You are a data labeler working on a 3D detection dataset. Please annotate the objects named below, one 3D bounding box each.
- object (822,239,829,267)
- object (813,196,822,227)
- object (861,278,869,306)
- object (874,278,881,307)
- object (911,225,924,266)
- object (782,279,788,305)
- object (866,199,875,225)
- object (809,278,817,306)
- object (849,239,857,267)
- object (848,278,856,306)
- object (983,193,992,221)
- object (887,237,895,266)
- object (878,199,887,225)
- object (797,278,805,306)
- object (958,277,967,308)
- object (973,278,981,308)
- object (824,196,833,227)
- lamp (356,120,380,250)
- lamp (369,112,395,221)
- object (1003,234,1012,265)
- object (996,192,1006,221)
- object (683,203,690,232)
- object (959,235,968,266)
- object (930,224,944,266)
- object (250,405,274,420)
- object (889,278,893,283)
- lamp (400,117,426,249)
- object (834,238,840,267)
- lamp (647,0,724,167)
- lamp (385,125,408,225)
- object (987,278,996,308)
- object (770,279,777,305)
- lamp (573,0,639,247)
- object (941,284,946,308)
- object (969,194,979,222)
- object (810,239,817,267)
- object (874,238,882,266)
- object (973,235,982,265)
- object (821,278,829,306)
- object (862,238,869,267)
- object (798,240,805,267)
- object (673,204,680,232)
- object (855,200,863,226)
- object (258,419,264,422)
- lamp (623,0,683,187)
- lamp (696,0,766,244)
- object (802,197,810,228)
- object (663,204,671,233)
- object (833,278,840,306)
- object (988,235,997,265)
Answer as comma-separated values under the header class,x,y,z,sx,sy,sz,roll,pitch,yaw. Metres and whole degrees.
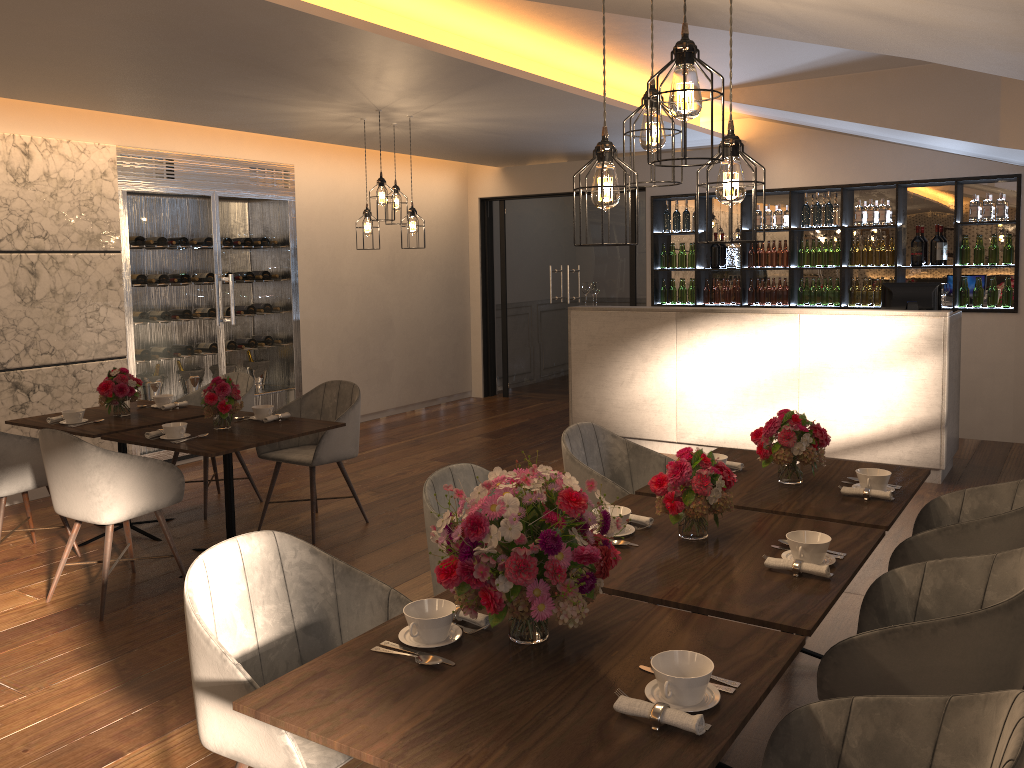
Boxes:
class,x,y,z,sx,sy,sz,roll,pitch,yaw
object,2.926,-1.224,8.263,0.065,0.262,0.066,0,5,12
object,2.844,-1.615,8.244,0.075,0.308,0.075,4,7,44
object,3.229,-0.841,8.099,0.065,0.260,0.066,0,5,12
object,3.322,-0.835,8.038,0.065,0.260,0.066,0,5,12
object,3.576,-1.220,7.807,0.104,0.358,0.104,-1,5,-5
object,2.621,-0.885,8.496,0.065,0.260,0.066,0,5,12
object,3.237,-1.549,7.990,0.070,0.234,0.041,2,6,33
object,2.840,-0.870,8.353,0.065,0.260,0.066,0,5,12
object,3.130,-1.208,8.130,0.065,0.260,0.066,0,5,12
object,3.137,-0.848,8.159,0.065,0.260,0.066,0,5,12
object,4.017,-1.493,7.480,0.070,0.234,0.041,2,6,33
object,3.407,-1.188,7.949,0.065,0.260,0.066,0,5,12
object,3.321,-1.543,7.935,0.070,0.234,0.041,2,6,33
object,2.748,-0.876,8.413,0.065,0.260,0.066,0,5,12
object,3.900,-0.794,7.660,0.065,0.262,0.066,0,5,12
object,3.992,-0.786,7.599,0.065,0.260,0.066,0,5,12
object,2.931,-1.609,8.187,0.075,0.308,0.075,4,7,44
lamp,-1.084,-2.024,6.484,0.175,2.061,0.175,2,6,35
lamp,-0.926,-2.171,6.122,0.175,2.061,0.175,2,6,35
object,4.171,-1.133,7.449,0.065,0.260,0.066,0,5,12
object,4.102,-1.487,7.425,0.070,0.234,0.041,2,6,33
object,1.762,-1.693,8.951,0.075,0.308,0.075,-2,5,-10
object,3.893,-1.154,7.631,0.065,0.262,0.066,0,5,12
object,3.705,-1.212,7.719,0.104,0.357,0.104,-4,6,-29
object,-1.425,0.165,5.068,0.148,0.072,0.149,-6,9,-34
object,3.414,-0.828,7.978,0.065,0.260,0.066,0,5,12
lamp,-0.742,-2.020,6.411,0.175,2.061,0.175,2,6,35
object,3.019,-1.217,8.203,0.065,0.262,0.066,0,5,12
lamp,0.410,-1.572,2.105,0.175,2.061,0.175,2,6,35
lamp,-0.907,-2.257,6.742,0.175,2.061,0.175,2,6,35
object,4.085,-0.780,7.539,0.065,0.260,0.066,0,5,12
object,2.529,-0.892,8.557,0.065,0.260,0.066,0,5,12
lamp,0.252,-1.425,2.467,0.175,2.061,0.175,2,6,35
object,3.766,-0.774,7.750,0.065,0.207,0.065,-2,5,-11
object,3.933,-1.499,7.535,0.070,0.234,0.041,2,6,33
object,2.834,-1.230,8.324,0.065,0.262,0.066,0,5,12
object,3.315,-1.194,8.009,0.065,0.260,0.066,0,5,12
object,3.986,-1.146,7.570,0.065,0.260,0.066,0,5,12
object,2.933,-0.863,8.292,0.065,0.260,0.066,0,5,12
object,3.223,-1.201,8.070,0.065,0.260,0.066,0,5,12
object,2.741,-1.236,8.384,0.065,0.260,0.066,0,5,12
object,1.675,-1.700,9.008,0.075,0.308,0.075,-2,5,-13
object,3.153,-1.555,8.046,0.070,0.234,0.041,2,6,33
object,-1.363,0.195,5.018,0.025,0.024,0.193,3,9,33
lamp,0.428,-1.658,2.725,0.175,2.061,0.175,2,6,35
lamp,0.593,-1.421,2.395,0.175,2.061,0.175,2,6,35
object,2.756,-1.622,8.301,0.075,0.308,0.075,-3,5,-24
object,1.588,-1.706,9.065,0.075,0.308,0.075,-4,6,-31
object,3.025,-0.856,8.232,0.065,0.260,0.066,0,5,12
object,4.078,-1.139,7.510,0.065,0.260,0.066,0,5,12
